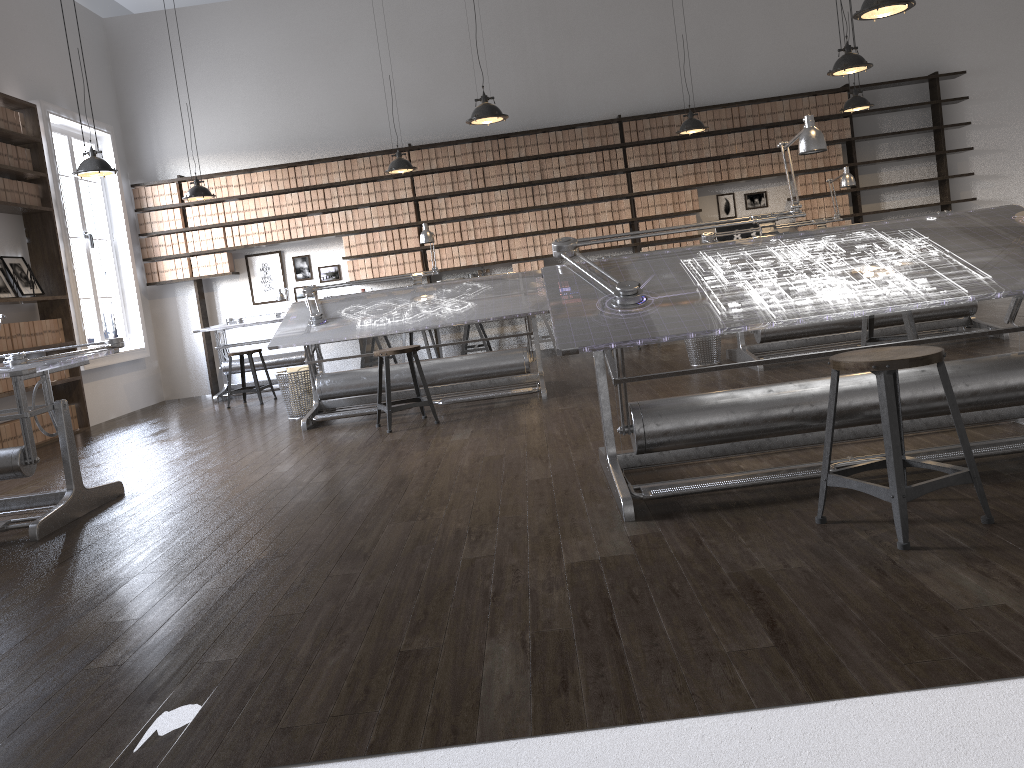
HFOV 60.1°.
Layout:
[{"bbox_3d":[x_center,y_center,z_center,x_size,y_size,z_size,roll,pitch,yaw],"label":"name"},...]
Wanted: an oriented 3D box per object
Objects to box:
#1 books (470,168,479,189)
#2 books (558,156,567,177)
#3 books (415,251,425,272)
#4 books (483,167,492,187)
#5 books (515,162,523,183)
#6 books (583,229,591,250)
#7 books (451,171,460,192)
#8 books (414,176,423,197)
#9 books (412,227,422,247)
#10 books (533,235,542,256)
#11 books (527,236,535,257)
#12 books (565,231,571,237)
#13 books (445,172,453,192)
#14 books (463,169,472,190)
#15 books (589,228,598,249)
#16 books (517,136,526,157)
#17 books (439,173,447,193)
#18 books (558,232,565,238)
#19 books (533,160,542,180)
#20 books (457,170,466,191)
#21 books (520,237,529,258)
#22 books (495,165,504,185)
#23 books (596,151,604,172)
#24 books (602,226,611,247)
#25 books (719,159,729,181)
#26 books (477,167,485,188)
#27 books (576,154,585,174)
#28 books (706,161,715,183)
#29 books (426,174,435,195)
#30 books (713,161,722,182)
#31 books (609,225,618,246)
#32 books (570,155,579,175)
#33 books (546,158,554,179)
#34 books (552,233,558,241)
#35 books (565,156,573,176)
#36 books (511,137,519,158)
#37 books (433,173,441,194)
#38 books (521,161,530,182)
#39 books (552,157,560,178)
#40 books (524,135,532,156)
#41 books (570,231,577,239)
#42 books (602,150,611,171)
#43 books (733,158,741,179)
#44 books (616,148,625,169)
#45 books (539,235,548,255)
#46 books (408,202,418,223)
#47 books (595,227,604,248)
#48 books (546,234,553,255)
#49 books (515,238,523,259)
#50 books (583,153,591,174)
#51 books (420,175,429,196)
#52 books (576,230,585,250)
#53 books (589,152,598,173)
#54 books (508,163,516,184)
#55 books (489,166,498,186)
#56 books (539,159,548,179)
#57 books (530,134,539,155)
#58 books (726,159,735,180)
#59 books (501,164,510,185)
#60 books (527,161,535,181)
[{"bbox_3d":[-0.415,-2.258,9.793,0.066,0.225,0.175,-7,5,2],"label":"books"},{"bbox_3d":[0.558,-2.384,9.769,0.066,0.225,0.175,-7,5,2],"label":"books"},{"bbox_3d":[-1.027,-1.360,9.860,0.067,0.225,0.175,-7,5,2],"label":"books"},{"bbox_3d":[-0.267,-2.277,9.790,0.066,0.225,0.175,-7,5,2],"label":"books"},{"bbox_3d":[0.078,-2.322,9.778,0.067,0.225,0.175,-7,5,2],"label":"books"},{"bbox_3d":[0.828,-1.602,9.825,0.066,0.225,0.175,-7,5,2],"label":"books"},{"bbox_3d":[-0.626,-2.230,9.797,0.066,0.225,0.175,-7,5,2],"label":"books"},{"bbox_3d":[-1.032,-2.178,9.807,0.066,0.225,0.175,-7,5,2],"label":"books"},{"bbox_3d":[-1.058,-1.627,9.840,0.067,0.225,0.175,-7,5,2],"label":"books"},{"bbox_3d":[0.282,-1.531,9.834,0.066,0.225,0.175,-7,5,2],"label":"books"},{"bbox_3d":[0.210,-1.521,9.832,0.066,0.225,0.175,-7,5,2],"label":"books"},{"bbox_3d":[0.624,-1.575,9.828,0.066,0.225,0.175,-7,5,2],"label":"books"},{"bbox_3d":[-0.693,-2.221,9.793,0.067,0.225,0.175,-7,5,2],"label":"books"},{"bbox_3d":[-0.485,-2.248,9.790,0.066,0.225,0.175,-7,5,2],"label":"books"},{"bbox_3d":[0.898,-1.611,9.819,0.066,0.225,0.175,-7,5,2],"label":"books"},{"bbox_3d":[0.106,-2.603,9.759,0.066,0.225,0.175,-7,5,2],"label":"books"},{"bbox_3d":[-0.759,-2.213,9.799,0.066,0.225,0.175,-7,5,2],"label":"books"},{"bbox_3d":[0.562,-1.567,9.828,0.066,0.225,0.175,-7,5,2],"label":"books"},{"bbox_3d":[0.278,-2.348,9.772,0.067,0.225,0.175,-7,5,2],"label":"books"},{"bbox_3d":[-0.555,-2.240,9.796,0.066,0.225,0.175,-7,5,2],"label":"books"},{"bbox_3d":[0.138,-1.511,9.833,0.067,0.225,0.175,-7,5,2],"label":"books"},{"bbox_3d":[-0.139,-2.293,9.781,0.067,0.225,0.175,-7,5,2],"label":"books"},{"bbox_3d":[0.965,-2.438,9.764,0.066,0.225,0.175,-7,5,2],"label":"books"},{"bbox_3d":[1.042,-1.630,9.815,0.067,0.225,0.175,-7,5,2],"label":"books"},{"bbox_3d":[2.319,-2.344,9.748,0.067,0.225,0.175,-7,5,2],"label":"books"},{"bbox_3d":[-0.340,-2.267,9.786,0.067,0.225,0.175,-7,5,2],"label":"books"},{"bbox_3d":[0.754,-2.410,9.768,0.066,0.225,0.175,-7,5,2],"label":"books"},{"bbox_3d":[2.174,-2.325,9.752,0.066,0.225,0.175,-7,5,2],"label":"books"},{"bbox_3d":[-0.893,-2.195,9.799,0.067,0.225,0.175,-7,5,2],"label":"books"},{"bbox_3d":[2.244,-2.335,9.755,0.066,0.225,0.175,-7,5,2],"label":"books"},{"bbox_3d":[1.116,-1.640,9.819,0.066,0.225,0.175,-7,5,2],"label":"books"},{"bbox_3d":[0.687,-2.401,9.763,0.067,0.225,0.175,-7,5,2],"label":"books"},{"bbox_3d":[0.417,-2.366,9.774,0.066,0.225,0.175,-7,5,2],"label":"books"},{"bbox_3d":[0.490,-1.558,9.827,0.067,0.225,0.175,-7,5,2],"label":"books"},{"bbox_3d":[0.621,-2.393,9.769,0.066,0.225,0.175,-7,5,2],"label":"books"},{"bbox_3d":[0.034,-2.594,9.757,0.066,0.225,0.175,-7,5,2],"label":"books"},{"bbox_3d":[-0.821,-2.205,9.799,0.066,0.225,0.175,-7,5,2],"label":"books"},{"bbox_3d":[0.150,-2.331,9.778,0.066,0.225,0.175,-7,5,2],"label":"books"},{"bbox_3d":[0.486,-2.375,9.769,0.067,0.225,0.175,-7,5,2],"label":"books"},{"bbox_3d":[0.175,-2.613,9.761,0.066,0.225,0.175,-7,5,2],"label":"books"},{"bbox_3d":[0.690,-1.583,9.822,0.067,0.225,0.175,-7,5,2],"label":"books"},{"bbox_3d":[1.039,-2.447,9.756,0.067,0.225,0.175,-7,5,2],"label":"books"},{"bbox_3d":[2.457,-2.362,9.744,0.066,0.225,0.175,-7,5,2],"label":"books"},{"bbox_3d":[1.188,-2.467,9.756,0.066,0.225,0.175,-7,5,2],"label":"books"},{"bbox_3d":[0.351,-1.540,9.836,0.066,0.225,0.175,-7,5,2],"label":"books"},{"bbox_3d":[-1.098,-1.900,9.828,0.066,0.225,0.175,-7,5,2],"label":"books"},{"bbox_3d":[0.968,-1.620,9.822,0.066,0.225,0.175,-7,5,2],"label":"books"},{"bbox_3d":[0.420,-1.549,9.833,0.066,0.225,0.175,-7,5,2],"label":"books"},{"bbox_3d":[0.076,-1.504,9.839,0.066,0.225,0.175,-7,5,2],"label":"books"},{"bbox_3d":[0.824,-2.419,9.766,0.066,0.225,0.175,-7,5,2],"label":"books"},{"bbox_3d":[-0.962,-2.186,9.804,0.066,0.225,0.175,-7,5,2],"label":"books"},{"bbox_3d":[0.757,-1.593,9.826,0.066,0.225,0.175,-7,5,2],"label":"books"},{"bbox_3d":[0.894,-2.428,9.760,0.066,0.225,0.175,-7,5,2],"label":"books"},{"bbox_3d":[0.004,-2.312,9.781,0.066,0.225,0.175,-7,5,2],"label":"books"},{"bbox_3d":[-0.202,-2.286,9.786,0.066,0.225,0.175,-7,5,2],"label":"books"},{"bbox_3d":[0.348,-2.357,9.777,0.066,0.225,0.175,-7,5,2],"label":"books"},{"bbox_3d":[0.245,-2.622,9.758,0.066,0.225,0.175,-7,5,2],"label":"books"},{"bbox_3d":[2.392,-2.354,9.752,0.066,0.225,0.175,-7,5,2],"label":"books"},{"bbox_3d":[-0.068,-2.302,9.779,0.066,0.225,0.175,-7,5,2],"label":"books"},{"bbox_3d":[0.212,-2.340,9.778,0.066,0.225,0.175,-7,5,2],"label":"books"}]
